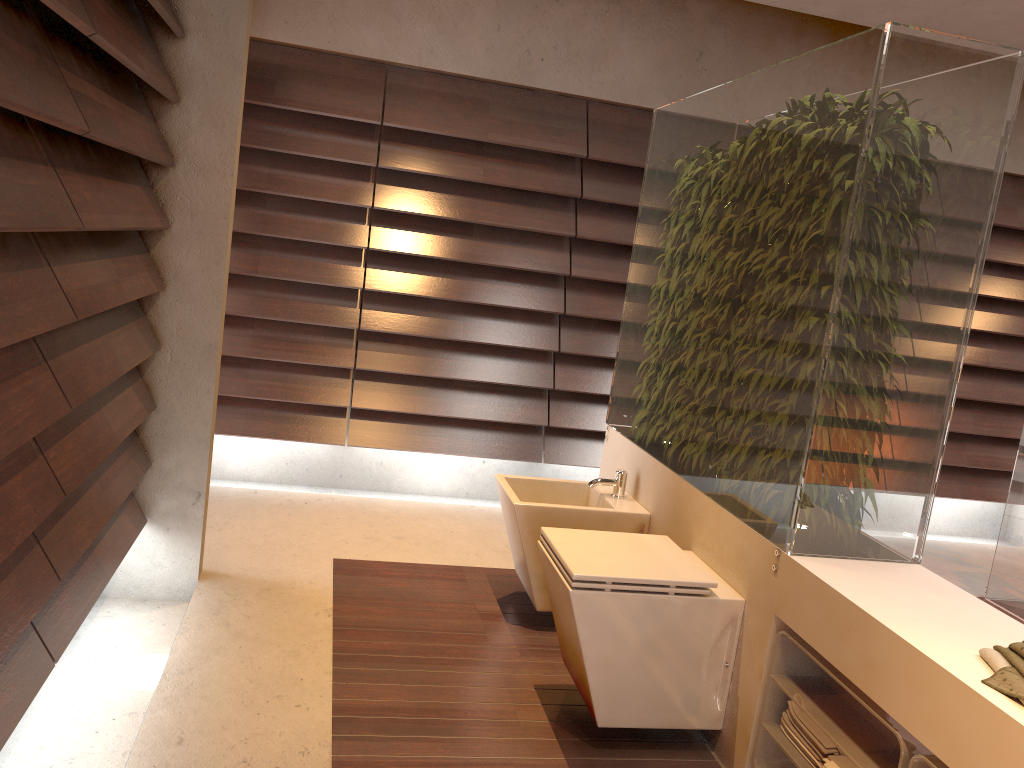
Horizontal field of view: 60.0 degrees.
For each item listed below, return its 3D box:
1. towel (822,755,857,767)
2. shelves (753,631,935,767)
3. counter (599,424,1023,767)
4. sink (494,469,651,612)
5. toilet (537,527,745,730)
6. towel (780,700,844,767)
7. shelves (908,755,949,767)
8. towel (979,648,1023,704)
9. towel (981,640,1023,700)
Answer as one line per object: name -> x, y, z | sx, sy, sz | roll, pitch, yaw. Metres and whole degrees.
towel -> 0.772, 0.831, 1.809 | 0.221, 0.098, 0.220 | 6, 9, -13
shelves -> 0.801, 0.843, 1.926 | 0.368, 0.436, 0.487 | 6, 9, -12
counter -> 0.787, 0.685, 2.116 | 0.350, 0.686, 2.931 | 6, 9, -12
sink -> 0.180, 0.502, 3.062 | 0.468, 0.456, 0.357 | 6, 9, -12
toilet -> 0.311, 0.648, 2.391 | 0.468, 0.400, 0.357 | 6, 9, -12
towel -> 0.758, 0.796, 2.026 | 0.220, 0.098, 0.221 | 6, 9, -13
shelves -> 0.927, 0.931, 1.449 | 0.368, 0.436, 0.487 | 6, 9, -14
towel -> 0.924, 0.523, 1.418 | 0.202, 0.027, 0.394 | 9, 8, 8
towel -> 0.916, 0.501, 1.450 | 0.258, 0.057, 0.571 | 12, 10, 29
